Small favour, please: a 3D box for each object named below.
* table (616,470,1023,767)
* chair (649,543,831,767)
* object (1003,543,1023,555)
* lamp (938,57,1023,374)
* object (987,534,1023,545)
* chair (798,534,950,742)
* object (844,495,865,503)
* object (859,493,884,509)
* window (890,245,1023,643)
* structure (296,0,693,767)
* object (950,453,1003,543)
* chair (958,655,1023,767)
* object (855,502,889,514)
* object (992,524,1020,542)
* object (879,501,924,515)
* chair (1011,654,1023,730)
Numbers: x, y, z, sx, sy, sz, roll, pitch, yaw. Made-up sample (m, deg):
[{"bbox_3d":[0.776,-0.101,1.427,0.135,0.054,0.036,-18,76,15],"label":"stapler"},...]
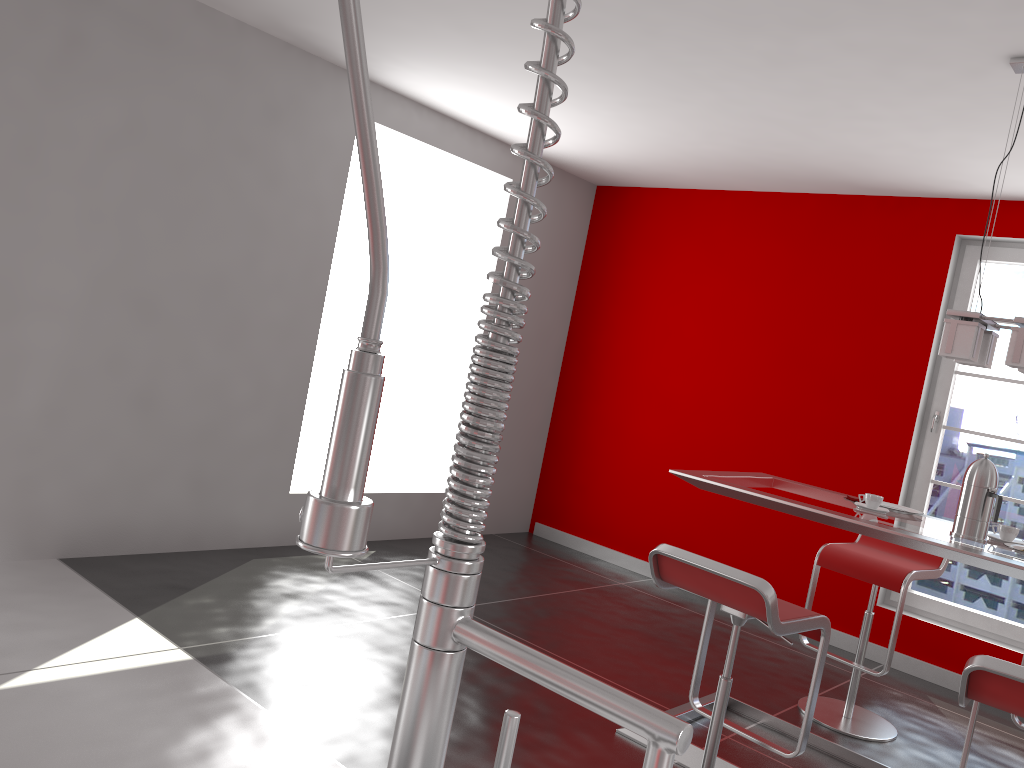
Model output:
[{"bbox_3d":[1.370,0.988,3.035,1.700,1.000,0.800,13,3,40],"label":"table"},{"bbox_3d":[0.613,0.931,2.631,0.460,0.857,0.418,9,3,-45],"label":"chair"},{"bbox_3d":[1.666,0.539,2.791,0.217,0.015,0.217,10,3,-12],"label":"object"},{"bbox_3d":[1.714,-0.560,2.931,0.304,1.025,0.304,13,3,40],"label":"lamp"},{"bbox_3d":[1.678,0.532,3.011,0.119,0.016,0.119,13,3,38],"label":"object"},{"bbox_3d":[1.575,1.063,3.912,0.460,0.857,0.418,9,3,-42],"label":"chair"},{"bbox_3d":[1.341,0.448,3.452,0.095,0.012,0.234,13,3,39],"label":"object"},{"bbox_3d":[1.300,0.425,3.209,0.062,0.049,0.078,10,3,-27],"label":"object"},{"bbox_3d":[2.686,0.305,4.683,0.938,2.038,0.117,13,3,40],"label":"window"},{"bbox_3d":[-0.011,-0.031,0.575,0.308,0.920,0.178,11,2,-6],"label":"structure"},{"bbox_3d":[1.552,0.372,2.923,0.113,0.287,0.149,9,3,-42],"label":"object"},{"bbox_3d":[1.231,1.075,2.088,0.418,0.857,0.460,13,3,35],"label":"chair"},{"bbox_3d":[1.299,0.450,3.203,0.119,0.016,0.119,12,3,20],"label":"object"},{"bbox_3d":[1.681,0.508,3.017,0.062,0.049,0.078,11,2,-10],"label":"object"},{"bbox_3d":[1.442,0.470,3.360,0.217,0.015,0.217,10,3,-26],"label":"object"},{"bbox_3d":[2.203,1.208,3.393,0.418,0.857,0.460,13,3,43],"label":"chair"}]
